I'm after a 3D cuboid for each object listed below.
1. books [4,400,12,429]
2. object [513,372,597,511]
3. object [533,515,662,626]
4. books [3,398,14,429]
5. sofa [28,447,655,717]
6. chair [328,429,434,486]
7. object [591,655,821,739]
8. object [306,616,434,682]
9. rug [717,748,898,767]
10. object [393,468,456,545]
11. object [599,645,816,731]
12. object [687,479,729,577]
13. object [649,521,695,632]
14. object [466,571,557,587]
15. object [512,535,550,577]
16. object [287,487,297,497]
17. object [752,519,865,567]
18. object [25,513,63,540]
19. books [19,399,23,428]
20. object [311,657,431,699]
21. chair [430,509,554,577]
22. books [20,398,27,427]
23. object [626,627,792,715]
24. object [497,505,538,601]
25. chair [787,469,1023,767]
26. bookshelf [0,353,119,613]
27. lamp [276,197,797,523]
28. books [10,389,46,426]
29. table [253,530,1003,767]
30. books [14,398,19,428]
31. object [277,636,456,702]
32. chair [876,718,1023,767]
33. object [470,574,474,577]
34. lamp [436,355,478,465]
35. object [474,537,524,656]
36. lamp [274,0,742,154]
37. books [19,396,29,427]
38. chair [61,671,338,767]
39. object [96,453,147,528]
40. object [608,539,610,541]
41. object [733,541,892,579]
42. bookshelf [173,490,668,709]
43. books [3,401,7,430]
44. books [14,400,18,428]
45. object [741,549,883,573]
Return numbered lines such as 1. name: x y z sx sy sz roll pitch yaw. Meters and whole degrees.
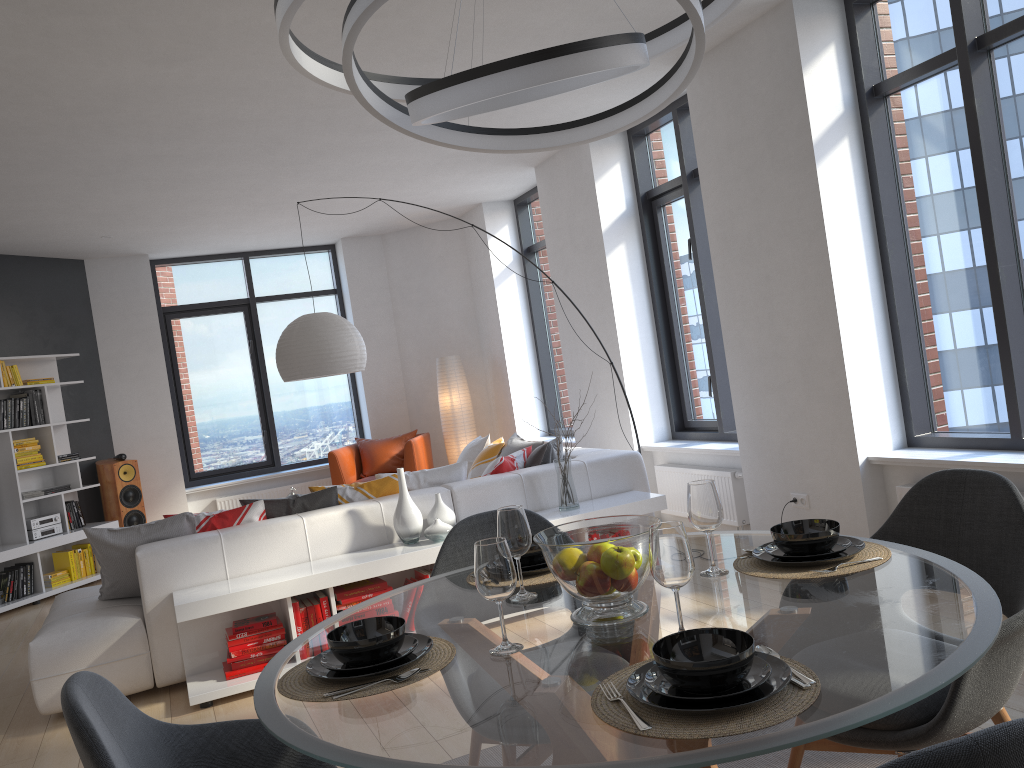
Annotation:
1. books: -4.282 0.265 7.438 0.191 0.249 0.084 -8 1 23
2. object: 0.310 0.328 4.925 0.406 0.744 0.607 -8 1 18
3. object: 0.197 0.403 1.908 0.278 0.184 0.278 -9 1 -14
4. books: -4.270 0.258 7.469 0.197 0.260 0.066 -8 1 23
5. sofa: -1.170 1.046 5.919 3.424 0.732 2.614 -9 1 -22
6. chair: -1.253 0.939 8.951 0.896 0.858 0.843 -8 1 10
7. object: 0.304 0.488 1.417 0.360 0.002 0.360 -8 1 43
8. object: -0.290 0.532 1.798 0.258 0.074 0.258 -9 1 -42
9. rug: 0.317 1.256 1.932 2.499 0.010 2.499 -8 1 41
10. object: -0.478 0.627 4.678 0.316 0.398 0.319 -9 1 2
11. object: 0.311 0.478 1.424 0.309 0.015 0.206 -9 1 -13
12. object: 0.464 0.341 2.104 0.083 0.220 0.083 -8 1 29
13. object: 0.306 0.372 1.666 0.083 0.220 0.083 -8 1 29
14. object: 0.053 0.508 2.433 0.360 0.002 0.360 -8 1 20
15. object: 0.043 0.470 2.442 0.258 0.074 0.258 -9 1 -42
16. object: -1.677 0.897 6.485 0.330 0.265 0.330 -9 1 2
17. object: 0.704 0.376 2.118 0.258 0.074 0.258 -9 1 -2
18. object: -4.066 1.230 7.589 0.270 0.174 0.285 -8 1 23
19. books: -4.228 0.258 7.529 0.179 0.243 0.071 -8 1 22
20. object: -0.290 0.563 1.790 0.206 0.015 0.309 -9 1 -18
21. chair: 0.083 0.832 2.521 0.655 0.891 0.619 -9 1 -16
22. books: -4.225 0.254 7.568 0.191 0.249 0.084 -8 1 23
23. object: 0.307 0.449 1.406 0.258 0.074 0.258 -9 1 -2
24. object: 0.012 0.408 2.151 0.083 0.220 0.083 -8 1 40
25. chair: 0.980 0.703 2.189 0.619 0.891 0.655 -9 1 -21
26. bookshelf: -4.428 0.856 6.737 0.455 2.052 3.000 -8 1 23
27. lamp: 0.021 -0.099 5.718 3.199 2.647 0.710 -8 1 14
28. books: -4.206 0.219 7.700 0.259 0.321 0.128 -8 1 23
29. table: 0.269 0.871 1.929 1.499 0.764 1.499 -9 1 -33
30. books: -4.251 0.257 7.510 0.192 0.254 0.075 -8 1 22
31. object: -0.292 0.571 1.796 0.360 0.002 0.360 -8 1 43
32. chair: 0.441 0.802 1.179 0.655 0.891 0.619 -9 1 -16
33. object: 0.043 0.501 2.429 0.309 0.015 0.206 -9 1 -18
34. lamp: -0.384 0.459 9.023 0.804 1.550 0.502 -8 1 28
35. object: -0.027 0.421 1.766 0.083 0.220 0.083 -8 1 6
36. lamp: -0.292 -2.786 1.858 1.000 4.513 1.000 -9 1 -20
37. books: -4.214 0.247 7.600 0.197 0.260 0.066 -8 1 23
38. chair: -0.449 0.927 1.690 0.619 0.891 0.655 -9 1 -21
39. object: -3.691 1.203 8.374 0.434 1.088 0.290 -8 1 38
40. object: 0.196 0.369 1.900 0.070 0.062 0.069 -8 1 18
41. object: 0.710 0.414 2.113 0.360 0.002 0.360 -8 1 20
42. bookshelf: -0.359 1.063 4.644 2.600 0.500 0.356 -9 1 -22
43. books: -4.291 0.272 7.402 0.179 0.243 0.068 -8 1 21
44. books: -4.235 0.263 7.479 0.172 0.242 0.069 -8 1 24
45. object: 0.697 0.408 2.118 0.206 0.015 0.309 -9 1 -18
